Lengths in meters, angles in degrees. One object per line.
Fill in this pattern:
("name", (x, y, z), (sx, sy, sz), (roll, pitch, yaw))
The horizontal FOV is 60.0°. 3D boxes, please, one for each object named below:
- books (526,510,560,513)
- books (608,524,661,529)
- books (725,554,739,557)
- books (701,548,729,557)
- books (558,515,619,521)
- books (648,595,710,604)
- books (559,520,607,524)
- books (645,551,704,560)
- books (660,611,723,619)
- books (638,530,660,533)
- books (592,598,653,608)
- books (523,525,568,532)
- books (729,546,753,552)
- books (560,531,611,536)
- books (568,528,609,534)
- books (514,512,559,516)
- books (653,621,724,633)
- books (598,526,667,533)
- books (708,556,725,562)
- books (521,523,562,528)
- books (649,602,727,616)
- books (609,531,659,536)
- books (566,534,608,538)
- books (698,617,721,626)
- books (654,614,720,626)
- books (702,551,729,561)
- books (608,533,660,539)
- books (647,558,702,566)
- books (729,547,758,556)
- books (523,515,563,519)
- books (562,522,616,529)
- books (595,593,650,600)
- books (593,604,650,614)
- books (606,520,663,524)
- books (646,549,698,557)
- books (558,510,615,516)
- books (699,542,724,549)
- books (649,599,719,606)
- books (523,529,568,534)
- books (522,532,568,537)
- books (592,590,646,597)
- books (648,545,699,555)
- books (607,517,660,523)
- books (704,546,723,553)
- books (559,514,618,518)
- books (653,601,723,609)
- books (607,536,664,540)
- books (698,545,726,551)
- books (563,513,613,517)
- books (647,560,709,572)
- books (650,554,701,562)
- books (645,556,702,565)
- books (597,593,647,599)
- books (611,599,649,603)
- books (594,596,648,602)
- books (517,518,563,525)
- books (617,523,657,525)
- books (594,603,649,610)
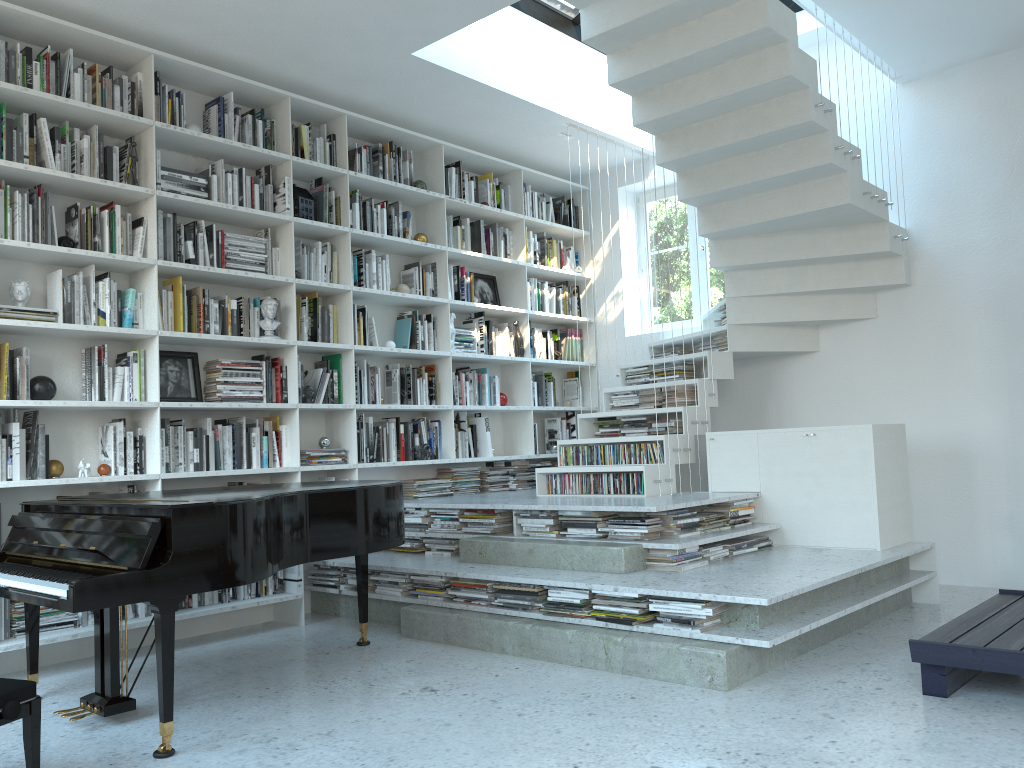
("books", (0.191, 0.704, 4.938), (0.134, 0.014, 0.181), (2, -6, -43))
("books", (0.631, 0.728, 4.552), (0.242, 0.012, 0.137), (-6, -6, 43))
("books", (1.176, 0.919, 4.828), (0.144, 0.009, 0.249), (-6, -6, 41))
("books", (0.992, 0.875, 4.612), (0.158, 0.012, 0.272), (-6, -5, 40))
("books", (0.408, 0.711, 4.721), (0.281, 0.013, 0.168), (-6, -5, 39))
("books", (0.733, 0.896, 3.740), (0.256, 0.014, 0.192), (-6, -5, 38))
("books", (0.407, 0.728, 4.718), (0.250, 0.009, 0.187), (-6, -6, 42))
("books", (0.804, 0.847, 4.400), (0.159, 0.012, 0.292), (-7, -6, 45))
("books", (0.759, 0.965, 3.762), (0.224, 0.019, 0.137), (-6, -6, 43))
("books", (0.629, 0.750, 4.548), (0.134, 0.006, 0.227), (2, -6, -44))
("books", (0.515, 0.965, 3.947), (0.281, 0.013, 0.168), (-6, -5, 37))
("books", (0.187, 0.797, 4.925), (0.192, 0.024, 0.167), (-6, -6, 43))
("books", (1.186, 0.892, 4.820), (0.161, 0.005, 0.254), (-6, -5, 38))
("books", (0.415, 0.790, 4.721), (0.293, 0.007, 0.154), (-7, -6, 45))
("books", (0.418, 0.773, 4.726), (0.189, 0.028, 0.155), (-6, -6, 43))
("books", (0.171, 0.717, 4.915), (0.256, 0.014, 0.192), (-6, -5, 38))
("books", (0.744, 1.013, 3.740), (0.230, 0.017, 0.184), (-6, -6, 44))
("books", (0.616, 0.740, 4.533), (0.297, 0.014, 0.185), (-6, -6, 41))
("books", (0.990, 0.908, 4.613), (0.152, 0.015, 0.208), (-6, -5, 40))
("books", (0.179, 0.778, 4.917), (0.178, 0.015, 0.187), (2, -6, -43))
("books", (0.745, 0.941, 3.748), (0.287, 0.027, 0.156), (-6, -5, 37))
("books", (0.625, 0.760, 4.542), (0.208, 0.015, 0.152), (-6, -5, 39))
("books", (0.419, 0.804, 4.723), (0.142, 0.020, 0.231), (2, -6, -43))
("books", (0.764, 0.999, 3.763), (0.205, 0.014, 0.132), (-6, -6, 42))
("books", (0.739, 0.982, 3.737), (0.187, 0.017, 0.206), (2, -6, -43))
("books", (1.000, 0.890, 4.604), (0.169, 0.019, 0.232), (-6, -5, 37))
("books", (0.622, 0.774, 4.536), (0.161, 0.014, 0.212), (2, -6, -44))
("books", (0.803, 0.880, 4.399), (0.164, 0.006, 0.264), (-6, -6, 43))
("books", (1.191, 0.903, 4.815), (0.177, 0.018, 0.250), (-7, -6, 45))
("books", (0.187, 0.733, 4.932), (0.208, 0.017, 0.145), (-6, -5, 37))
("books", (0.411, 0.745, 4.721), (0.230, 0.026, 0.177), (-6, -6, 42))
("books", (0.527, 0.940, 3.963), (0.284, 0.008, 0.133), (-6, -5, 38))
("books", (0.515, 0.989, 3.944), (0.246, 0.015, 0.191), (-6, -6, 43))
("books", (0.627, 0.706, 4.550), (0.132, 0.009, 0.269), (2, -6, -44))
("books", (0.794, 0.836, 4.409), (0.257, 0.010, 0.132), (2, -6, -44))
("books", (0.398, 0.679, 4.713), (0.189, 0.022, 0.238), (2, -6, -43))
("books", (0.985, 0.840, 4.619), (0.149, 0.013, 0.220), (-6, -6, 41))
("books", (0.739, 0.908, 3.745), (0.266, 0.010, 0.176), (-6, -5, 38))
("books", (0.200, 0.816, 4.936), (0.258, 0.013, 0.136), (-6, -6, 42))
("books", (0.194, 0.830, 4.929), (0.132, 0.016, 0.262), (2, -6, -43))
("books", (0.512, 0.918, 3.948), (0.257, 0.016, 0.182), (-7, -6, 45))
("books", (0.804, 0.818, 4.401), (0.157, 0.025, 0.234), (-6, -5, 37))
("books", (0.625, 0.695, 4.548), (0.228, 0.014, 0.149), (-6, -5, 40))
("books", (0.983, 0.861, 4.621), (0.134, 0.018, 0.211), (-7, -6, 45))
("books", (0.408, 0.702, 4.722), (0.260, 0.007, 0.171), (-6, -5, 40))
("books", (0.744, 0.920, 3.749), (0.165, 0.015, 0.243), (2, -6, -44))
("books", (0.633, 0.786, 4.548), (0.250, 0.009, 0.144), (-6, -6, 42))
("books", (0.987, 0.849, 4.617), (0.152, 0.005, 0.242), (-6, -6, 43))
("books", (0.408, 0.694, 4.722), (0.208, 0.008, 0.170), (-7, -6, 45))
("books", (0.819, 0.893, 4.385), (0.200, 0.023, 0.262), (-6, -5, 40))
("books", (0.807, 0.858, 4.396), (0.210, 0.012, 0.168), (2, -6, -44))
("books", (0.803, 0.873, 4.400), (0.159, 0.008, 0.285), (-6, -5, 40))
("books", (0.513, 0.931, 3.948), (0.178, 0.010, 0.196), (2, -6, -43))
("books", (0.529, 0.954, 3.964), (0.133, 0.009, 0.210), (2, -6, -44))
("books", (0.520, 0.947, 3.954), (0.251, 0.006, 0.175), (-6, -6, 42))
("books", (0.181, 0.756, 4.923), (0.250, 0.029, 0.174), (-6, -5, 40))
("books", (0.645, 0.717, 4.569), (0.190, 0.011, 0.091), (-6, -5, 40))
("books", (0.523, 0.980, 3.954), (0.150, 0.004, 0.290), (2, -6, -44))
